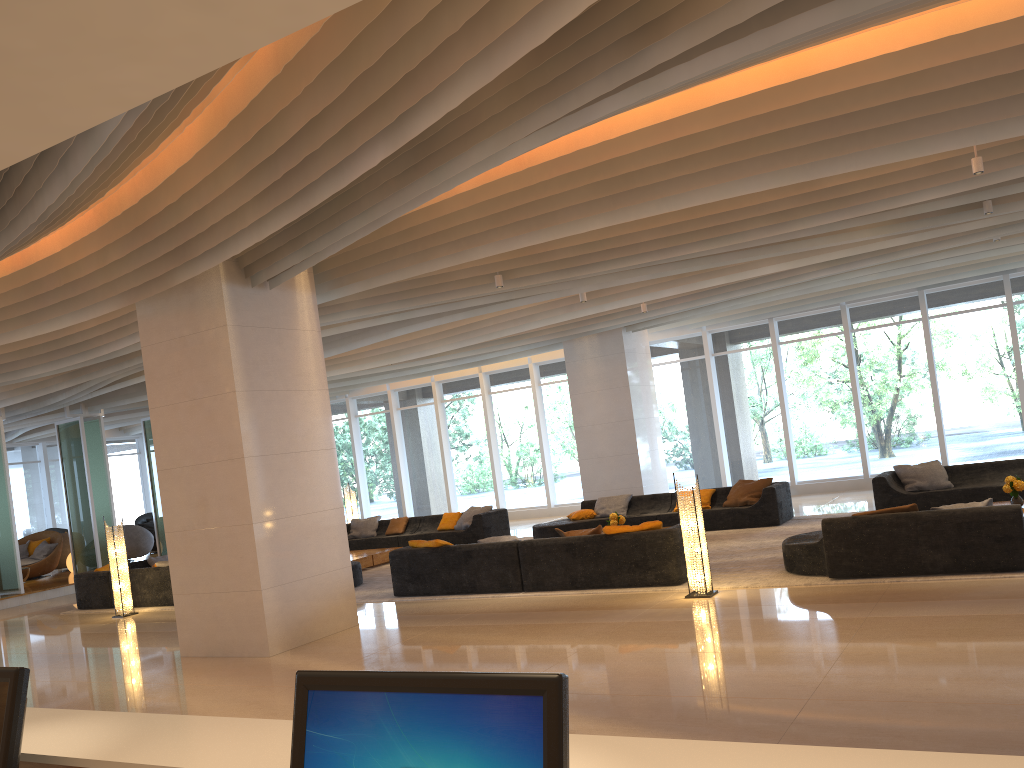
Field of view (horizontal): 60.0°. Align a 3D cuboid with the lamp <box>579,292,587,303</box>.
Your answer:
[{"bbox_3d":[0.885,-1.874,12.203,0.089,1.504,0.089,-8,-1,3],"label":"lamp"}]

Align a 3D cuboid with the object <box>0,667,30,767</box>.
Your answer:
[{"bbox_3d":[-1.288,0.885,2.108,0.530,0.435,0.358,-9,-3,30],"label":"object"}]

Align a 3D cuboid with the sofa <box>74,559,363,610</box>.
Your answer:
[{"bbox_3d":[-4.051,2.865,13.958,5.031,0.652,2.863,-10,-5,30],"label":"sofa"}]

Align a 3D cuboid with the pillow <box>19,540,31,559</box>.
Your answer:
[{"bbox_3d":[-10.989,3.731,19.674,0.623,0.454,0.471,-7,-3,-9],"label":"pillow"}]

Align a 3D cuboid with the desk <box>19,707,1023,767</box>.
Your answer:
[{"bbox_3d":[-1.253,1.417,2.025,6.595,1.048,0.909,-10,-3,30],"label":"desk"}]

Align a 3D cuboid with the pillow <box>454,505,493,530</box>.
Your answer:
[{"bbox_3d":[-0.712,2.419,16.069,0.555,0.377,0.631,-5,-4,-38],"label":"pillow"}]

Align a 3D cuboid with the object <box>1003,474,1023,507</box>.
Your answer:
[{"bbox_3d":[5.619,1.194,9.905,0.233,0.376,0.269,-9,-2,32],"label":"object"}]

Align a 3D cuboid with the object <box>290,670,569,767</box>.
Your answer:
[{"bbox_3d":[-0.120,0.679,1.436,0.530,0.435,0.358,-9,-3,30],"label":"object"}]

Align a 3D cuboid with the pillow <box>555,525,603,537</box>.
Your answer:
[{"bbox_3d":[0.819,1.781,9.956,0.594,0.409,0.450,-9,-3,32],"label":"pillow"}]

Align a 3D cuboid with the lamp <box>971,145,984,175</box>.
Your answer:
[{"bbox_3d":[4.044,-2.616,7.884,0.090,1.504,0.088,-7,-1,-15],"label":"lamp"}]

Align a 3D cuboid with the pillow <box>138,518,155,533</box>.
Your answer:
[{"bbox_3d":[-10.356,4.077,25.459,0.468,0.454,0.626,-8,-3,17],"label":"pillow"}]

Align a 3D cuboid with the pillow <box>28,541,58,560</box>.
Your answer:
[{"bbox_3d":[-10.326,3.660,19.530,0.498,0.408,0.470,-9,-3,32],"label":"pillow"}]

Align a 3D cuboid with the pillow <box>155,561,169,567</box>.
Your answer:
[{"bbox_3d":[-4.860,2.767,13.176,0.645,0.376,0.553,-9,-3,25],"label":"pillow"}]

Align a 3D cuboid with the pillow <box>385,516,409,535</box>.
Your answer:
[{"bbox_3d":[-2.192,2.706,16.904,0.403,0.312,0.326,-9,-3,28],"label":"pillow"}]

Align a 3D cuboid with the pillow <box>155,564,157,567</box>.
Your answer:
[{"bbox_3d":[-5.124,2.811,13.380,0.423,0.334,0.324,-7,-2,-4],"label":"pillow"}]

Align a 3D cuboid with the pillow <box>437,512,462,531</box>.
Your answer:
[{"bbox_3d":[-1.152,2.523,16.305,0.403,0.312,0.326,-9,-3,32],"label":"pillow"}]

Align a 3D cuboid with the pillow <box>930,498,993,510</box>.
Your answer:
[{"bbox_3d":[4.134,1.207,8.069,0.558,0.344,0.463,-9,-3,28],"label":"pillow"}]

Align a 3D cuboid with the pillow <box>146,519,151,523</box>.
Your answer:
[{"bbox_3d":[-10.328,4.085,25.865,0.367,0.421,0.614,-9,-3,33],"label":"pillow"}]

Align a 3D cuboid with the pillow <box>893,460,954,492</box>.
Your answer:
[{"bbox_3d":[5.728,1.284,12.364,0.636,0.377,0.550,-8,-3,8],"label":"pillow"}]

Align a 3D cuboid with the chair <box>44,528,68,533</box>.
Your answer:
[{"bbox_3d":[-11.062,4.062,22.356,1.129,1.004,1.530,-8,-3,13],"label":"chair"}]

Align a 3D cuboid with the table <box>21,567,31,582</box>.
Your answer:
[{"bbox_3d":[-10.627,4.067,18.539,1.074,0.318,0.824,-8,-4,12],"label":"table"}]

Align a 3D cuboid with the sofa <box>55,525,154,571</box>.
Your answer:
[{"bbox_3d":[-9.791,3.832,20.826,2.574,0.900,1.107,-7,-3,-11],"label":"sofa"}]

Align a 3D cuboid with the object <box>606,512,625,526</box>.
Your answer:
[{"bbox_3d":[1.416,1.912,12.028,0.239,0.376,0.262,-6,-2,-38],"label":"object"}]

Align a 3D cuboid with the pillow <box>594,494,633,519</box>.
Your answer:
[{"bbox_3d":[1.646,2.057,14.618,0.657,0.416,0.468,-9,-3,30],"label":"pillow"}]

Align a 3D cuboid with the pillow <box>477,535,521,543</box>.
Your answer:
[{"bbox_3d":[-0.058,1.974,10.463,0.580,0.376,0.426,-10,-3,32],"label":"pillow"}]

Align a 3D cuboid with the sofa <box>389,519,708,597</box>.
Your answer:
[{"bbox_3d":[0.324,2.047,10.325,3.734,0.581,0.954,-10,-4,30],"label":"sofa"}]

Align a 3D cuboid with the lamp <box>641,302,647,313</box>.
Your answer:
[{"bbox_3d":[2.010,-1.882,14.105,0.088,1.504,0.090,-8,-1,21],"label":"lamp"}]

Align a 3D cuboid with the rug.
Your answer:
[{"bbox_3d":[1.192,2.382,12.365,16.038,0.022,5.586,-10,-5,30],"label":"rug"}]

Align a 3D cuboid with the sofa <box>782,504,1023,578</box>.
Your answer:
[{"bbox_3d":[3.717,1.468,8.583,2.227,0.576,1.373,-10,-4,30],"label":"sofa"}]

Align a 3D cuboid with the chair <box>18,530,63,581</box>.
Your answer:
[{"bbox_3d":[-10.662,3.803,19.586,1.506,1.004,1.147,-9,-3,18],"label":"chair"}]

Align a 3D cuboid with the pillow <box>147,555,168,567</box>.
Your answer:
[{"bbox_3d":[-5.917,3.065,15.040,0.318,0.312,0.413,-9,-3,32],"label":"pillow"}]

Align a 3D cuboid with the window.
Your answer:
[{"bbox_3d":[1.409,0.845,17.070,54.571,3.215,22.151,-7,-4,-5],"label":"window"}]

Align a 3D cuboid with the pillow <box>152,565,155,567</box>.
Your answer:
[{"bbox_3d":[-5.217,2.861,13.517,0.412,0.318,0.330,-7,-3,-2],"label":"pillow"}]

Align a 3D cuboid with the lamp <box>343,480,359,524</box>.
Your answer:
[{"bbox_3d":[-3.307,2.705,18.387,0.247,1.449,0.253,-8,-1,30],"label":"lamp"}]

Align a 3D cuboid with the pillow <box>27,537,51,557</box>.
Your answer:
[{"bbox_3d":[-10.615,3.675,19.832,0.603,0.422,0.374,-8,-2,8],"label":"pillow"}]

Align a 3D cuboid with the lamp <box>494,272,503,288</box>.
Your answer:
[{"bbox_3d":[-0.241,-1.866,10.283,0.088,1.504,0.090,-8,-1,21],"label":"lamp"}]

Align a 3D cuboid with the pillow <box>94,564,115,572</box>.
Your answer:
[{"bbox_3d":[-6.417,3.045,14.184,0.341,0.315,0.410,-8,-3,2],"label":"pillow"}]

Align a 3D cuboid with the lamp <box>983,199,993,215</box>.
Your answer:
[{"bbox_3d":[5.152,-2.623,9.778,0.090,1.504,0.088,-7,-1,-15],"label":"lamp"}]

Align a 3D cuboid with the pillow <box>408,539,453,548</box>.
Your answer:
[{"bbox_3d":[-0.866,2.050,10.839,0.555,0.377,0.631,-5,-4,-38],"label":"pillow"}]

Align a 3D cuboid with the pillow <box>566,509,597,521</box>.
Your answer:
[{"bbox_3d":[1.157,2.190,14.778,0.450,0.192,0.586,-7,-4,-5],"label":"pillow"}]

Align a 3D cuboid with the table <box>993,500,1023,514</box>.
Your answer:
[{"bbox_3d":[5.703,1.473,9.761,1.583,0.219,1.622,-10,-5,30],"label":"table"}]

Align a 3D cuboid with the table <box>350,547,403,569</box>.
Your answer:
[{"bbox_3d":[-2.922,2.992,14.723,1.583,0.219,1.622,-10,-5,30],"label":"table"}]

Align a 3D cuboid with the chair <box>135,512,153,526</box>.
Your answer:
[{"bbox_3d":[-10.120,4.186,25.708,1.122,1.004,1.540,-10,-4,43],"label":"chair"}]

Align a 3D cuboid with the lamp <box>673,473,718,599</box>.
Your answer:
[{"bbox_3d":[1.731,1.423,8.467,0.247,1.196,0.253,-8,-1,30],"label":"lamp"}]

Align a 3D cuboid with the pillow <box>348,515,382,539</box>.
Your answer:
[{"bbox_3d":[-2.901,2.804,17.329,0.636,0.377,0.550,-8,-3,8],"label":"pillow"}]

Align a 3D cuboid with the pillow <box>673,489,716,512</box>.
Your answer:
[{"bbox_3d":[2.853,1.863,13.927,0.630,0.393,0.456,-9,-3,29],"label":"pillow"}]

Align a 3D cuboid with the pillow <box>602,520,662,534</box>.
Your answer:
[{"bbox_3d":[1.324,1.665,9.579,0.636,0.377,0.550,-8,-3,8],"label":"pillow"}]

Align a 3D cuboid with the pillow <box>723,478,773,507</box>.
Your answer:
[{"bbox_3d":[3.608,1.658,13.584,0.555,0.377,0.631,-5,-4,-38],"label":"pillow"}]

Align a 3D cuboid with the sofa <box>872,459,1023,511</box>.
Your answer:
[{"bbox_3d":[6.912,1.256,11.500,4.132,0.581,1.357,-11,-5,37],"label":"sofa"}]

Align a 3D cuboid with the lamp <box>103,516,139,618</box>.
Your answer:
[{"bbox_3d":[-5.603,2.584,12.642,0.247,1.449,0.253,-8,-1,30],"label":"lamp"}]

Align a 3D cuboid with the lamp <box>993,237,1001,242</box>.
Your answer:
[{"bbox_3d":[6.292,-2.633,11.693,0.090,1.504,0.088,-7,-1,-15],"label":"lamp"}]

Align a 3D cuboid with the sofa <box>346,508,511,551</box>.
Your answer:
[{"bbox_3d":[-1.851,2.802,16.579,3.734,0.581,0.954,-10,-4,30],"label":"sofa"}]

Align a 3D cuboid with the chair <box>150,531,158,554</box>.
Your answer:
[{"bbox_3d":[-8.963,3.832,23.023,1.134,1.004,1.523,-8,-3,3],"label":"chair"}]

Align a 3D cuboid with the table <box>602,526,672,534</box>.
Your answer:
[{"bbox_3d":[1.451,2.222,12.207,1.583,0.219,1.622,-10,-5,30],"label":"table"}]

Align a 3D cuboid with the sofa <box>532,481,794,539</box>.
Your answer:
[{"bbox_3d":[2.233,2.068,14.031,4.098,0.582,1.369,-10,-4,28],"label":"sofa"}]

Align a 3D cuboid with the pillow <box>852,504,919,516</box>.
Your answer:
[{"bbox_3d":[3.537,1.309,8.287,0.598,0.391,0.402,-10,-3,32],"label":"pillow"}]
